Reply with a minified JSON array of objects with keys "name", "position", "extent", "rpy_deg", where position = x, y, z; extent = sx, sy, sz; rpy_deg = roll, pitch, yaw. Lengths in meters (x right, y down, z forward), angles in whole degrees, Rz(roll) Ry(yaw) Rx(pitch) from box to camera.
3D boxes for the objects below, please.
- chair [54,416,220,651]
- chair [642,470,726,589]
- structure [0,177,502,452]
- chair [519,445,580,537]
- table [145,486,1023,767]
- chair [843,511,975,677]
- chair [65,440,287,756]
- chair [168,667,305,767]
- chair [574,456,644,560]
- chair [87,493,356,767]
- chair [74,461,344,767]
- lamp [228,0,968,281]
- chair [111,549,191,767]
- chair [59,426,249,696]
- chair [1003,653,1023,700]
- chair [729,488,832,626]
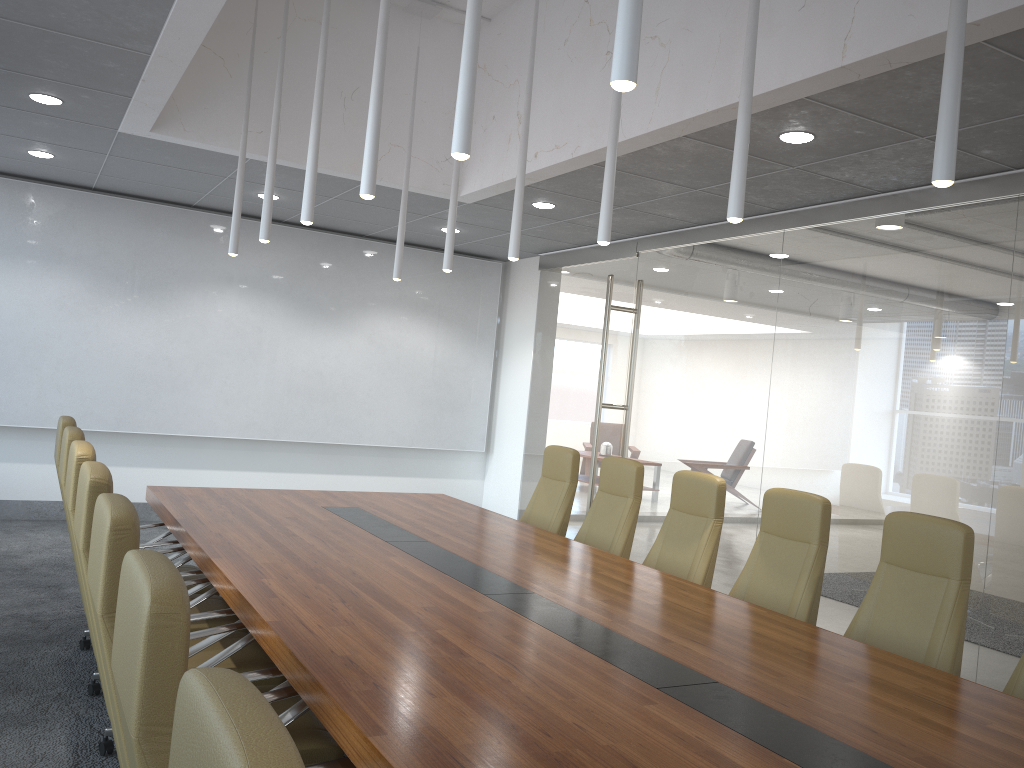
[{"name":"chair","position":[-2.313,0.929,5.442],"extent":[0.955,1.406,0.711],"rpy_deg":[6,0,-29]},{"name":"chair","position":[0.725,1.211,5.303],"extent":[0.955,1.406,0.711],"rpy_deg":[6,0,-29]},{"name":"structure","position":[0.158,-0.364,4.011],"extent":[6.600,2.466,13.989],"rpy_deg":[6,0,-29]},{"name":"chair","position":[-0.051,1.149,6.711],"extent":[0.955,1.406,0.711],"rpy_deg":[6,0,-29]},{"name":"table","position":[-0.052,1.385,3.968],"extent":[2.300,0.895,6.500],"rpy_deg":[6,0,-29]},{"name":"chair","position":[1.494,1.273,3.907],"extent":[0.955,1.406,0.711],"rpy_deg":[6,0,-29]},{"name":"chair","position":[-1.555,0.990,4.065],"extent":[0.955,1.406,0.711],"rpy_deg":[6,0,-29]},{"name":"chair","position":[-0.006,1.113,1.253],"extent":[0.955,1.406,0.711],"rpy_deg":[6,0,-29]},{"name":"chair","position":[0.335,1.180,6.011],"extent":[0.955,1.406,0.711],"rpy_deg":[6,0,-29]},{"name":"chair","position":[-0.774,1.052,2.648],"extent":[0.955,1.406,0.711],"rpy_deg":[6,0,-29]},{"name":"chair","position":[-1.162,1.021,3.352],"extent":[0.955,1.406,0.711],"rpy_deg":[6,0,-29]},{"name":"lamp","position":[0.260,-1.961,3.993],"extent":[2.619,2.378,7.258],"rpy_deg":[6,0,-29]},{"name":"chair","position":[-0.385,1.083,1.940],"extent":[0.955,1.406,0.711],"rpy_deg":[6,0,-29]},{"name":"chair","position":[-1.929,0.960,4.744],"extent":[0.955,1.406,0.711],"rpy_deg":[6,0,-29]},{"name":"chair","position":[1.877,1.303,3.210],"extent":[0.955,1.406,0.711],"rpy_deg":[6,0,-29]},{"name":"chair","position":[1.108,1.242,4.607],"extent":[0.955,1.406,0.711],"rpy_deg":[6,0,-29]}]
